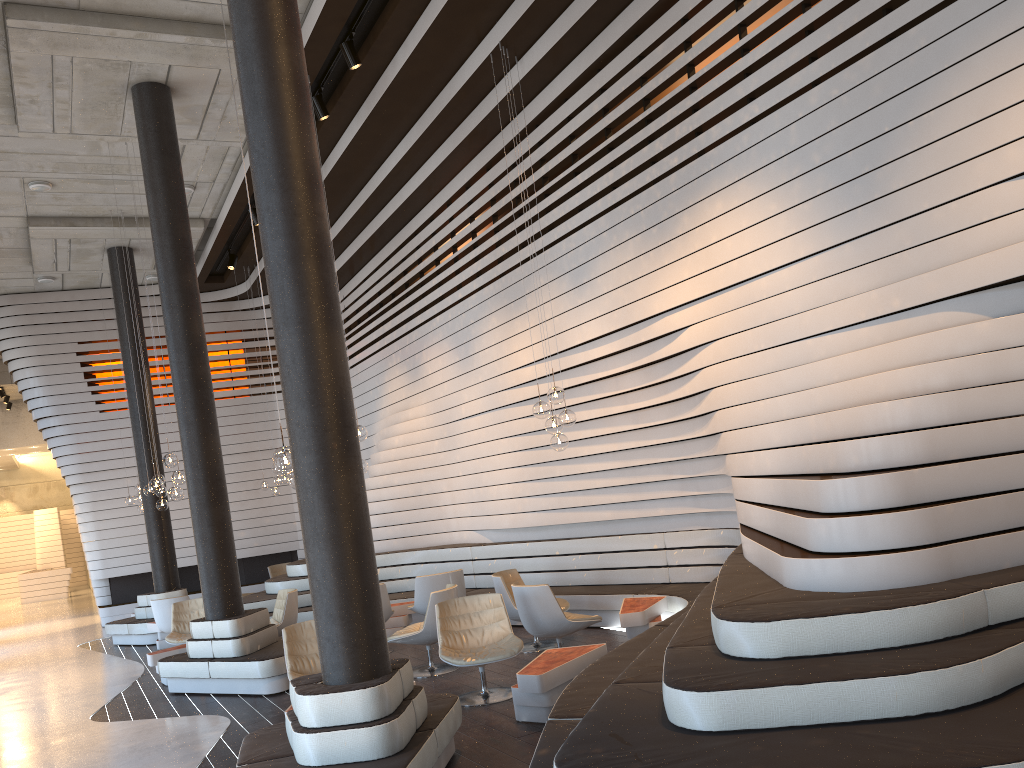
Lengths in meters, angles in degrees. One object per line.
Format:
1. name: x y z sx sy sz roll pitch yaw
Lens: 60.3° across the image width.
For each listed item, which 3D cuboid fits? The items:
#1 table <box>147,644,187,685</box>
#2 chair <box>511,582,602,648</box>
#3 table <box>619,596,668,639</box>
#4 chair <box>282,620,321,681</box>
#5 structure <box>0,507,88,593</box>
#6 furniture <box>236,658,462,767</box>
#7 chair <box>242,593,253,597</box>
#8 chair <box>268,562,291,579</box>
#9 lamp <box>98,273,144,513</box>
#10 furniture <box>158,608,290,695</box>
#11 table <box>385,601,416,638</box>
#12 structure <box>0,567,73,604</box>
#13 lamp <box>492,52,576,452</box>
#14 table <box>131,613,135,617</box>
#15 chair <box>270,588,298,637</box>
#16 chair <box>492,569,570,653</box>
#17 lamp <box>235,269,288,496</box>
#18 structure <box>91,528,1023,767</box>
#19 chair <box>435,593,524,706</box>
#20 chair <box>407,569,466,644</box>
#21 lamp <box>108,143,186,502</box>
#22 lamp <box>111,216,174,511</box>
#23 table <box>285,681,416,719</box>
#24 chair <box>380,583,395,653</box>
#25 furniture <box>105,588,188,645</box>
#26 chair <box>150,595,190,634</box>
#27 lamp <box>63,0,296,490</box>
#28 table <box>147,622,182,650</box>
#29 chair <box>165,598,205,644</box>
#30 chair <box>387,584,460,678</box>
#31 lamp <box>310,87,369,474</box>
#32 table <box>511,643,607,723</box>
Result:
1. table: -3.518 3.039 9.660 0.896 0.370 0.420 -4 -5 -35
2. chair: 0.397 2.071 7.686 0.703 0.765 0.665 -7 -3 -28
3. table: 1.237 2.196 8.092 0.415 0.369 0.906 -9 -5 9
4. chair: -1.415 2.236 6.847 0.650 0.765 0.720 -7 -3 -27
5. structure: -17.335 6.084 31.310 4.488 2.860 5.900 -6 -5 -27
6. furniture: -1.049 2.004 4.962 1.279 0.720 1.774 -9 -5 8
7. chair: -4.326 3.451 14.237 0.704 0.765 0.665 -7 -3 -23
8. chair: -3.830 3.496 15.299 0.720 0.765 0.650 -10 -3 36
9. lamp: -6.605 -0.092 14.925 0.278 4.621 0.540 -8 0 21
10. furniture: -2.598 2.657 8.965 1.796 0.721 1.264 -12 -6 33
11. table: -1.570 2.861 10.558 0.908 0.370 0.414 -9 -4 6
12. structure: -15.975 6.674 29.353 7.608 0.895 2.525 -13 -7 40
13. lamp: 0.085 -1.698 8.147 0.336 4.707 0.527 -8 0 24
14. table: -5.879 3.913 14.637 0.419 0.369 0.896 -11 -6 40
15. chair: -2.760 2.777 10.075 0.704 0.765 0.665 -7 -3 -24
16. chair: 0.204 2.208 8.697 0.716 0.765 0.654 -9 -3 17
17. lamp: -4.388 -0.369 15.255 0.544 4.668 0.294 -8 0 -2
18. structure: -1.217 2.578 10.995 5.713 0.925 18.488 -4 -7 -31
19. chair: -0.256 2.082 6.935 0.653 0.765 0.717 -8 -3 -11
20. chair: -0.823 2.487 9.927 0.651 0.765 0.719 -7 -3 -20
21. lamp: -4.149 -0.972 10.015 0.537 4.668 0.297 -8 0 -42
22. lamp: -5.188 -0.510 12.398 0.278 4.621 0.539 -8 0 24
23. table: -1.126 2.313 6.098 0.897 0.370 0.419 -6 -4 -25
24. chair: -1.607 2.565 9.622 0.654 0.765 0.715 -8 -3 -7
25. furniture: -5.517 3.562 13.499 1.261 0.720 1.799 -5 -6 -32
26. chair: -4.425 3.199 11.795 0.659 0.765 0.710 -9 -3 10
27. lamp: 1.911 -2.517 2.050 8.944 4.603 42.530 -5 -7 -28
28. table: -4.691 3.515 12.518 0.898 0.370 0.418 -6 -4 -19
29. chair: -3.738 2.957 10.456 0.654 0.765 0.716 -8 -3 -10
30. chair: -0.811 2.302 8.239 0.714 0.765 0.655 -9 -3 13
31. lamp: -1.934 -1.405 8.994 0.307 4.734 0.668 -8 0 -19
32. table: 0.303 2.128 6.251 0.419 0.369 0.897 -10 -6 35
